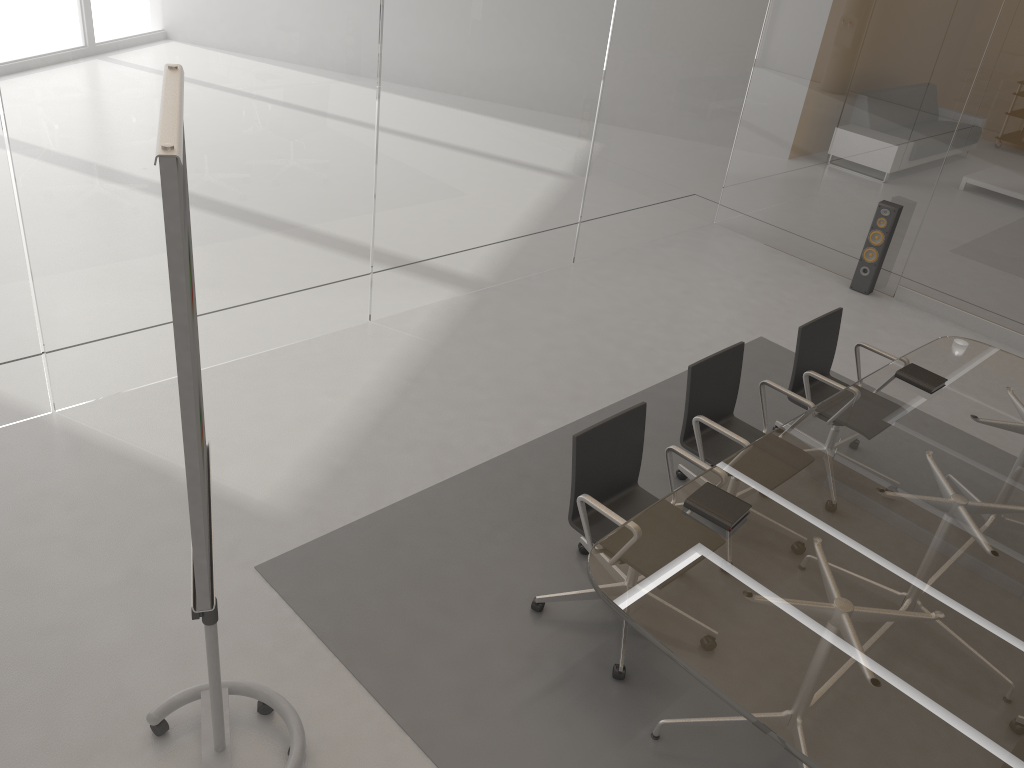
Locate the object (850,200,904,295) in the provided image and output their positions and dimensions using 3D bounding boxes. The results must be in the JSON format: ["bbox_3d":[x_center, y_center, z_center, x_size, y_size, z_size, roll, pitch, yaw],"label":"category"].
[{"bbox_3d":[2.772,-1.034,6.767,0.152,0.706,0.124,29,37,32],"label":"object"}]

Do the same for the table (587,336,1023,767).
[{"bbox_3d":[1.651,0.732,3.529,3.054,0.721,1.372,-21,41,-40],"label":"table"}]

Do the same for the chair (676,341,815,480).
[{"bbox_3d":[1.074,0.331,3.990,0.710,0.805,0.731,21,33,21],"label":"chair"}]

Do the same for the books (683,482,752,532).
[{"bbox_3d":[0.716,0.425,3.085,0.183,0.032,0.164,28,36,30],"label":"books"}]

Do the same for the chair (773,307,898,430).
[{"bbox_3d":[1.704,0.133,4.468,0.710,0.805,0.731,21,33,21],"label":"chair"}]

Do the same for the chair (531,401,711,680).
[{"bbox_3d":[0.537,0.597,3.420,0.710,0.805,0.731,21,33,21],"label":"chair"}]

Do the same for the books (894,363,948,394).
[{"bbox_3d":[1.899,-0.026,4.116,0.164,0.032,0.183,-20,40,-38],"label":"books"}]

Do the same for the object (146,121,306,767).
[{"bbox_3d":[-0.813,0.335,2.287,0.553,2.088,0.560,23,34,24],"label":"object"}]

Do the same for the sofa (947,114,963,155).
[{"bbox_3d":[4.736,-3.010,10.477,2.400,0.761,0.860,-21,41,-39],"label":"sofa"}]
